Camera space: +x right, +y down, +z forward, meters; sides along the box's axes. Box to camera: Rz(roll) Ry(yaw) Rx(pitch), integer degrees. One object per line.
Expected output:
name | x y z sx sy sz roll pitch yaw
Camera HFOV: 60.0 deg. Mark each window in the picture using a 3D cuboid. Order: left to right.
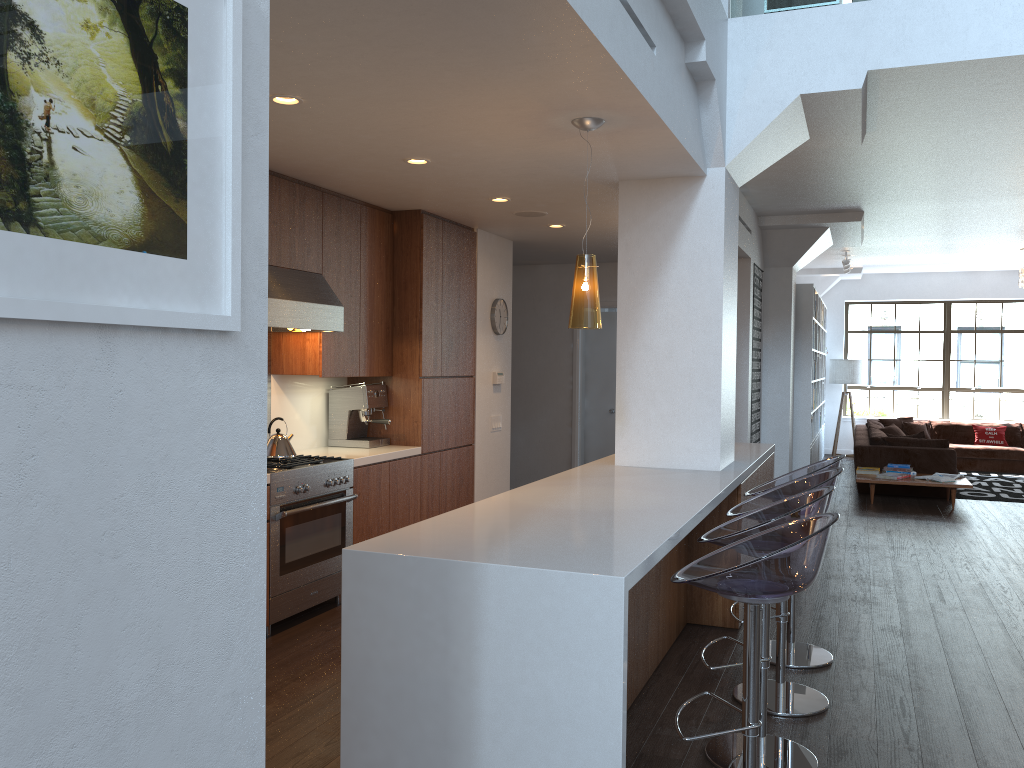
window | 7.807 -0.361 14.155 4.648 1.905 0.114 1 1 21

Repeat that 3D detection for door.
door | 0.824 0.195 10.135 0.826 2.032 0.174 1 1 21

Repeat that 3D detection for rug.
rug | 7.370 1.289 10.536 4.200 0.007 3.100 1 1 23

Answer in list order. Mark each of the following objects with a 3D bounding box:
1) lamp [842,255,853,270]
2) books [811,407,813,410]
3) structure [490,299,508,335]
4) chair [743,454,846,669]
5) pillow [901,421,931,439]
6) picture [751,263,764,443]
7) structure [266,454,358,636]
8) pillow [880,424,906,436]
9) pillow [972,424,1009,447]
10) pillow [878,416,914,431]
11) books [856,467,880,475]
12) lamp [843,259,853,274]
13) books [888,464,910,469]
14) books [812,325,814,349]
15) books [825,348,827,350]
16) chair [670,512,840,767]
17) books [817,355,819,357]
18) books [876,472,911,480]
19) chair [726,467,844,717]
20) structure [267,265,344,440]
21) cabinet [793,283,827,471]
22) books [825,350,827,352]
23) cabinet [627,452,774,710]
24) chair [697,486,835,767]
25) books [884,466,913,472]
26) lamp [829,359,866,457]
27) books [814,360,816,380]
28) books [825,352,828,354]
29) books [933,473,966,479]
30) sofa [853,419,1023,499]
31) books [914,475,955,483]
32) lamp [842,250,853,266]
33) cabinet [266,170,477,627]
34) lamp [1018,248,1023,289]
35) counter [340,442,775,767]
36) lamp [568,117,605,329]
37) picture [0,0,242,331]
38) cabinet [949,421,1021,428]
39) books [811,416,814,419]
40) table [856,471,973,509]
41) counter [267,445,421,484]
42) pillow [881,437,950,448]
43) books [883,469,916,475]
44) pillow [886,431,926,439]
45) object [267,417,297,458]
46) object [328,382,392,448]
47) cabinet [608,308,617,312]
lamp | 4.612 -1.673 12.219 0.120 0.211 0.111 0 1 -19
books | 3.428 0.280 10.566 0.197 0.033 0.284 1 1 -4
structure | -0.103 -0.558 7.357 0.040 0.300 0.300 1 1 21
chair | 1.399 0.849 4.426 0.481 1.014 0.530 1 1 23
pillow | 5.992 0.721 13.190 0.489 0.337 0.238 0 1 -9
picture | 2.556 -0.030 9.258 0.021 2.380 0.800 1 1 22
structure | -1.357 0.899 5.057 0.662 0.919 0.811 1 1 21
pillow | 5.144 0.738 11.888 0.325 0.391 0.625 2 2 38
pillow | 6.984 0.754 12.952 0.465 0.308 0.220 1 1 18
pillow | 5.850 0.697 13.349 0.580 0.418 0.334 1 1 -5
books | 3.984 0.971 9.920 0.241 0.045 0.334 1 1 23
lamp | 4.802 -1.682 12.701 0.120 0.211 0.111 1 1 -4
books | 4.303 0.913 9.859 0.224 0.027 0.157 1 1 26
books | 3.542 -0.566 10.692 0.176 0.290 0.053 1 1 21
books | 4.912 -0.572 14.295 0.174 0.032 0.254 0 2 -34
chair | 0.715 0.881 2.654 0.481 1.014 0.530 1 1 23
books | 3.922 -0.374 11.692 0.223 0.027 0.161 1 2 31
books | 4.088 0.987 9.511 0.340 0.035 0.236 -1 2 -44
chair | 1.169 0.859 3.839 0.481 1.014 0.530 1 1 19
structure | -1.407 -0.105 5.058 0.529 1.110 0.811 1 1 21
cabinet | 4.084 0.001 12.467 0.461 2.414 4.500 1 1 21
books | 4.911 -0.539 14.301 0.284 0.033 0.197 2 2 36
cabinet | 0.725 0.936 4.743 0.898 0.796 4.493 1 1 21
chair | 0.920 0.870 3.253 0.481 1.014 0.530 1 1 19
books | 4.299 0.944 9.863 0.279 0.035 0.191 1 2 31
lamp | 5.447 0.390 14.442 0.545 1.579 0.545 1 1 10
books | 3.790 -0.182 11.356 0.182 0.253 0.034 1 1 21
books | 4.911 -0.505 14.302 0.197 0.035 0.284 0 2 -39
books | 4.729 0.991 9.618 0.350 0.035 0.256 -1 2 -43
sofa | 6.299 0.925 11.499 3.481 0.664 4.197 1 1 21
books | 4.459 0.993 9.355 0.231 0.040 0.342 0 1 -29
lamp | 4.426 -1.665 11.748 0.120 0.211 0.111 0 2 -34
cabinet | -1.538 0.068 4.626 0.598 2.499 5.299 1 1 21
lamp | 6.718 -1.456 11.314 0.442 0.539 0.441 0 1 -26
counter | 0.982 0.958 2.897 3.039 0.860 8.182 1 1 -8
lamp | 1.506 -1.146 4.520 2.842 1.807 0.149 0 1 -29
picture | -0.471 -0.319 0.989 0.018 0.500 0.500 1 1 21
cabinet | 7.595 0.911 13.677 1.520 0.625 0.350 1 1 21
books | 3.463 0.398 10.565 0.223 0.027 0.161 1 2 31
table | 4.301 1.141 9.562 1.100 0.271 0.853 1 1 21
counter | -1.710 0.490 4.210 0.600 0.050 4.387 1 1 21
pillow | 4.659 0.789 10.259 0.750 0.364 0.289 1 1 21
books | 4.301 0.980 9.859 0.312 0.037 0.216 1 1 11
pillow | 4.722 0.742 10.519 0.269 0.411 0.559 0 1 -23
object | -1.403 0.316 5.322 0.222 0.235 0.222 1 1 -4
object | -1.002 0.211 6.127 0.439 0.455 0.284 1 1 21
cabinet | 0.858 -0.289 10.813 0.527 2.991 2.630 1 1 21
